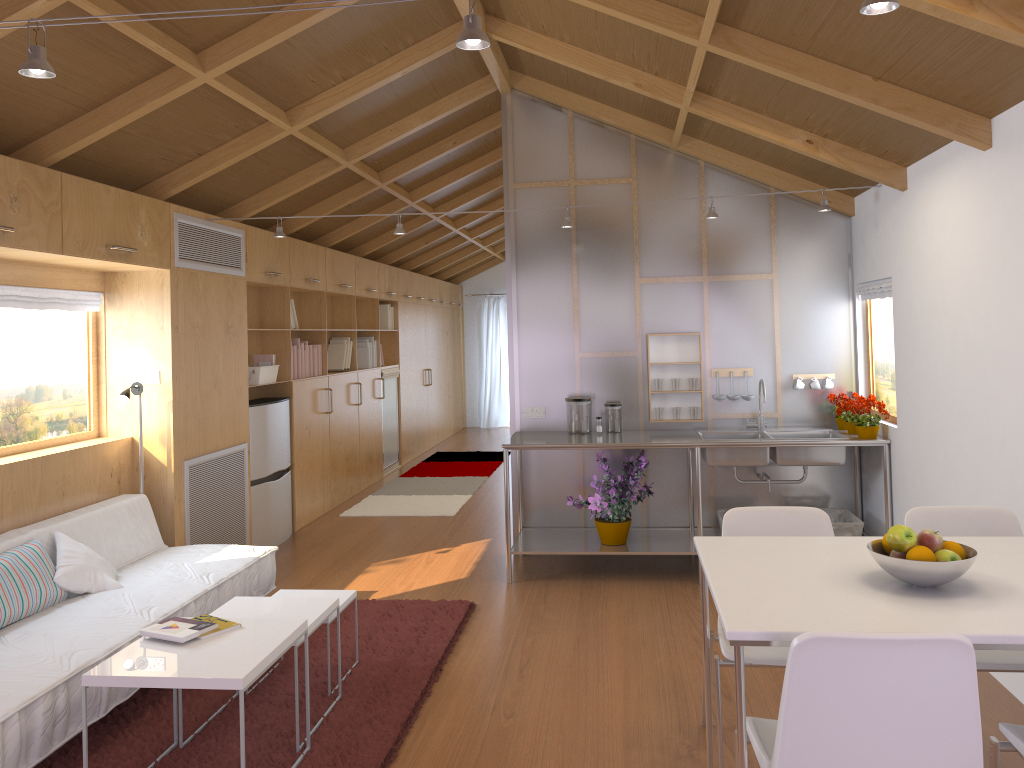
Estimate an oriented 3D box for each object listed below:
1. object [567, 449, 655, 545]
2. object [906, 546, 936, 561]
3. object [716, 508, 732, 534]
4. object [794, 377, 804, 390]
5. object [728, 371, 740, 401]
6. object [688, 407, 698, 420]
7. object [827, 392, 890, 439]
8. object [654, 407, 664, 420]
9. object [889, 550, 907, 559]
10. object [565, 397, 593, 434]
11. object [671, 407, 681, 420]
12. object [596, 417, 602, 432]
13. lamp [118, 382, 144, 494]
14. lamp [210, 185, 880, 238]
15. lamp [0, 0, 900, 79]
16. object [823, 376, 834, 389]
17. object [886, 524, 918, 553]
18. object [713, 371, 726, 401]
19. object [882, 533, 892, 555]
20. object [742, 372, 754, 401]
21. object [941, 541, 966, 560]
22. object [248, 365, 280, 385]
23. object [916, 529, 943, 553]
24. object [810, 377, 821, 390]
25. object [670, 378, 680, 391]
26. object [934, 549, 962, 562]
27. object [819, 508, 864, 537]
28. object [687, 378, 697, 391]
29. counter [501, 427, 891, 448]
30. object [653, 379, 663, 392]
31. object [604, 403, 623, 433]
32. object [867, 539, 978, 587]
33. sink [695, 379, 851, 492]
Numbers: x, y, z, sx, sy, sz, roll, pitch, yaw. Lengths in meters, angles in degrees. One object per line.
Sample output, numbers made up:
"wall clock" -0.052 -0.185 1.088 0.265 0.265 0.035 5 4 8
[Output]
"object" 0.583 0.650 5.117 0.525 0.553 0.351 -2 0 -2
"object" 1.003 0.431 2.168 0.068 0.068 0.067 -2 1 -17
"object" 1.340 0.831 5.064 0.298 0.159 0.415 -1 3 7
"object" 1.752 -0.004 5.394 0.059 0.080 0.062 -2 0 7
"object" 1.358 0.014 5.421 0.074 0.183 0.074 -2 -1 39
"object" 1.119 0.181 5.449 0.061 0.077 0.061 -2 0 -19
"object" 1.966 0.172 5.052 0.233 0.235 0.689 -1 3 8
"object" 0.913 0.185 5.474 0.061 0.077 0.061 -1 0 19
"object" 0.998 0.447 2.238 0.080 0.089 0.078 -2 1 -34
"object" 0.416 0.193 5.463 0.172 0.216 0.172 -1 0 21
"object" 1.016 0.183 5.462 0.061 0.077 0.061 -2 0 -19
"object" 0.529 0.246 5.371 0.037 0.092 0.037 -2 -1 22
"lamp" -1.944 0.588 4.633 0.183 1.199 0.254 -1 -1 -17
"lamp" 0.106 -0.958 5.014 3.827 0.153 0.072 -1 0 7
"lamp" -0.286 -0.770 1.846 3.827 0.153 0.072 -1 0 7
"object" 1.923 -0.008 5.373 0.059 0.080 0.062 -2 0 7
"object" 0.975 0.387 2.212 0.070 0.069 0.077 -1 1 8
"object" 1.272 0.016 5.432 0.074 0.183 0.074 -2 -1 39
"object" 1.001 0.416 2.305 0.068 0.068 0.067 -2 1 -17
"object" 1.443 0.012 5.411 0.074 0.183 0.074 -2 -1 39
"object" 1.109 0.432 2.233 0.068 0.066 0.067 -2 1 -39
"object" -1.770 -0.063 6.128 0.203 0.122 0.350 -1 3 7
"object" 1.050 0.399 2.225 0.062 0.067 0.063 -2 1 -45
"object" 1.845 -0.005 5.378 0.059 0.081 0.062 -2 0 14
"object" 1.011 0.005 5.466 0.061 0.077 0.061 -2 0 -19
"object" 1.070 0.442 2.176 0.070 0.069 0.077 -1 1 8
"object" 1.791 0.822 5.009 0.298 0.159 0.415 -1 3 7
"object" 1.114 0.003 5.453 0.061 0.077 0.061 -2 0 -19
"counter" 1.025 0.312 5.183 2.108 0.021 0.650 -1 3 7
"object" 0.908 0.008 5.478 0.061 0.077 0.061 -1 0 19
"object" 0.627 0.209 5.457 0.113 0.177 0.113 -2 0 28
"object" 1.033 0.461 2.228 0.255 0.090 0.254 -4 4 -41
"sink" 1.492 0.295 5.152 0.810 0.641 0.563 -1 1 7
